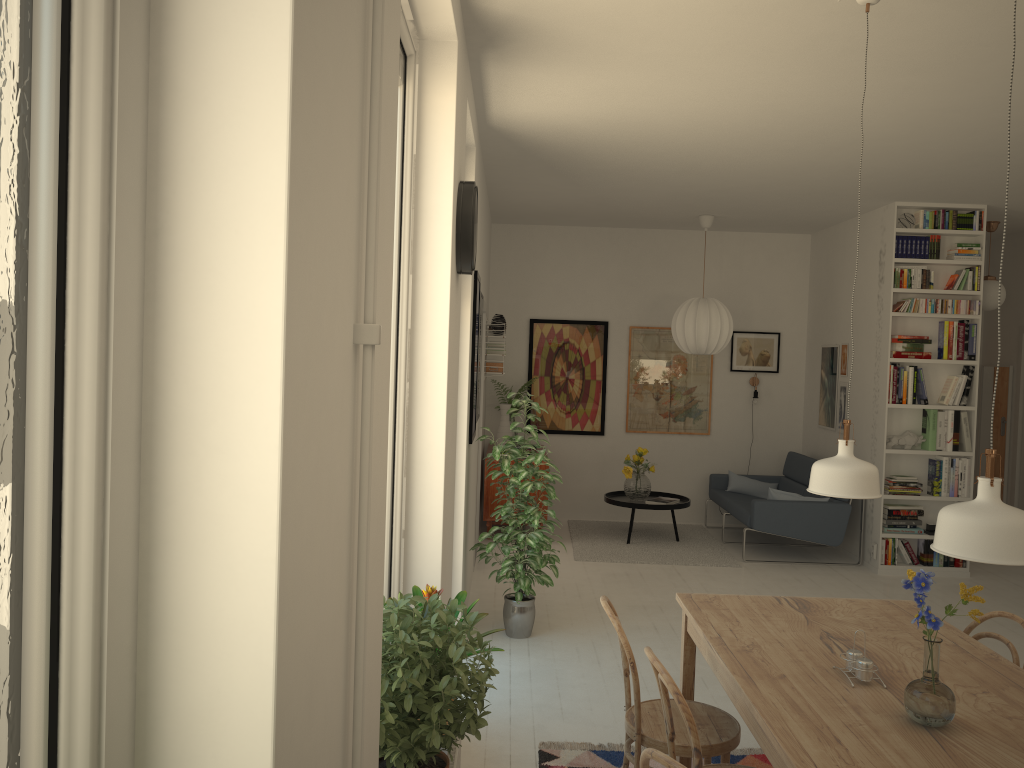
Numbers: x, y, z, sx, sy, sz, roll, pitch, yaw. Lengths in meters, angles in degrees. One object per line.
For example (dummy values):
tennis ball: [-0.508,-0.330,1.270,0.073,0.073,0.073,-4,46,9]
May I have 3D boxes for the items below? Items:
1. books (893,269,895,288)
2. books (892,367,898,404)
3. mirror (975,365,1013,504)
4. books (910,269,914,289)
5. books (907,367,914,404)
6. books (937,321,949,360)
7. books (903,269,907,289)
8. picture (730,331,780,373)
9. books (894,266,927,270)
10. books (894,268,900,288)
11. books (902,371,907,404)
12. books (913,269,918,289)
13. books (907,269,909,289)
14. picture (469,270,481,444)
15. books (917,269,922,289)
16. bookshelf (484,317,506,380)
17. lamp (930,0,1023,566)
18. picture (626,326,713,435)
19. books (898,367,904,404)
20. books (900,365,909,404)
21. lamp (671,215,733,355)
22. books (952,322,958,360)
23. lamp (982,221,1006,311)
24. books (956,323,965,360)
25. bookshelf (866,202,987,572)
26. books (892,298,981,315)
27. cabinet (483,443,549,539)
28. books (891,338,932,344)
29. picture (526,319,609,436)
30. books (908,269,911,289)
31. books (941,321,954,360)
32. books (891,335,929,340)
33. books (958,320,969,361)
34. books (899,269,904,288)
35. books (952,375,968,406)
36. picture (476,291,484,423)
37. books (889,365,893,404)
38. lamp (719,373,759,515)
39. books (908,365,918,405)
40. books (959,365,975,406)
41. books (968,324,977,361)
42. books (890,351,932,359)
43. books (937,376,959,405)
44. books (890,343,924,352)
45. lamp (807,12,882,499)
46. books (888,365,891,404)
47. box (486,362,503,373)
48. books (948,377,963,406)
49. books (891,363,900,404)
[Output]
books: [2.963,-0.823,6.995,0.019,0.156,0.205,2,2,0]
books: [2.980,0.007,7.001,0.032,0.291,0.203,2,2,0]
mirror: [4.618,0.504,8.505,0.029,1.370,0.500,2,2,0]
books: [3.106,-0.817,6.968,0.012,0.155,0.208,2,2,0]
books: [3.107,0.011,6.996,0.032,0.290,0.189,2,2,0]
books: [3.385,-0.344,7.010,0.032,0.300,0.200,2,2,0]
books: [3.050,-0.818,6.968,0.023,0.152,0.199,2,2,0]
picture: [2.409,-0.316,8.783,0.481,0.402,0.015,2,2,0]
books: [3.102,-0.910,6.980,0.255,0.022,0.189,2,2,10]
books: [2.991,-0.823,6.970,0.034,0.162,0.197,2,2,0]
books: [3.058,0.026,6.994,0.024,0.260,0.199,2,2,0]
books: [3.127,-0.819,6.985,0.028,0.159,0.222,2,2,0]
books: [3.068,-0.817,6.983,0.013,0.149,0.208,2,2,0]
picture: [-0.223,-0.162,5.365,0.018,0.999,0.546,2,2,0]
books: [3.158,-0.815,6.977,0.035,0.158,0.200,2,2,0]
bookshelf: [-0.148,-0.321,8.140,0.184,0.564,0.695,2,2,0]
lamp: [1.106,-0.410,1.996,0.229,1.595,0.230,0,2,-45]
picture: [1.565,-0.032,8.791,0.838,1.052,0.012,2,2,0]
books: [3.031,0.010,7.000,0.030,0.289,0.200,2,2,0]
books: [3.081,0.006,7.010,0.020,0.304,0.193,2,2,0]
lamp: [1.696,-0.874,7.849,0.536,1.229,0.536,3,2,34]
books: [3.453,-0.339,6.999,0.029,0.301,0.185,2,2,0]
lamp: [4.124,-1.016,7.664,0.275,0.767,0.275,2,2,-6]
books: [3.496,-0.332,6.993,0.059,0.291,0.182,2,2,0]
bookshelf: [3.265,0.047,7.014,0.710,2.900,0.249,2,2,0]
books: [3.287,-0.605,6.991,0.664,0.110,0.278,2,2,0]
cabinet: [0.031,0.983,8.168,0.546,0.727,1.263,2,2,0]
books: [3.114,-0.337,7.009,0.314,0.035,0.205,2,2,0]
picture: [0.546,-0.065,8.784,0.778,1.133,0.018,2,2,0]
books: [3.087,-0.820,6.984,0.024,0.155,0.188,2,2,0]
books: [3.420,-0.340,7.004,0.039,0.302,0.199,2,2,0]
books: [3.107,-0.367,7.001,0.266,0.026,0.203,2,2,-11]
books: [3.543,-0.343,6.993,0.039,0.317,0.161,2,2,0]
books: [3.022,-0.817,6.973,0.030,0.149,0.202,2,2,0]
books: [3.507,0.048,7.011,0.092,0.244,0.196,2,2,0]
picture: [-0.225,-0.185,6.047,0.020,0.869,0.525,2,2,0]
books: [2.956,0.001,7.008,0.015,0.301,0.207,2,2,0]
lamp: [2.245,0.596,8.746,0.360,1.416,0.112,2,2,0]
books: [3.140,0.006,6.988,0.033,0.306,0.150,2,2,0]
books: [3.560,0.012,7.003,0.092,0.319,0.179,2,2,0]
books: [3.590,-0.328,6.992,0.054,0.289,0.179,2,2,0]
books: [3.110,-0.227,6.991,0.300,0.056,0.202,2,2,0]
books: [3.428,0.051,6.981,0.115,0.232,0.133,2,2,0]
books: [3.110,-0.286,6.998,0.268,0.064,0.128,1,2,-30]
lamp: [1.104,-0.442,2.854,0.230,1.595,0.229,3,2,35]
books: [2.937,0.000,7.014,0.021,0.301,0.222,2,2,0]
box: [-0.157,-0.150,7.967,0.152,0.084,0.266,2,2,0]
books: [3.463,0.054,6.988,0.105,0.225,0.138,2,2,0]
books: [3.006,-0.005,7.001,0.021,0.317,0.179,2,2,0]
